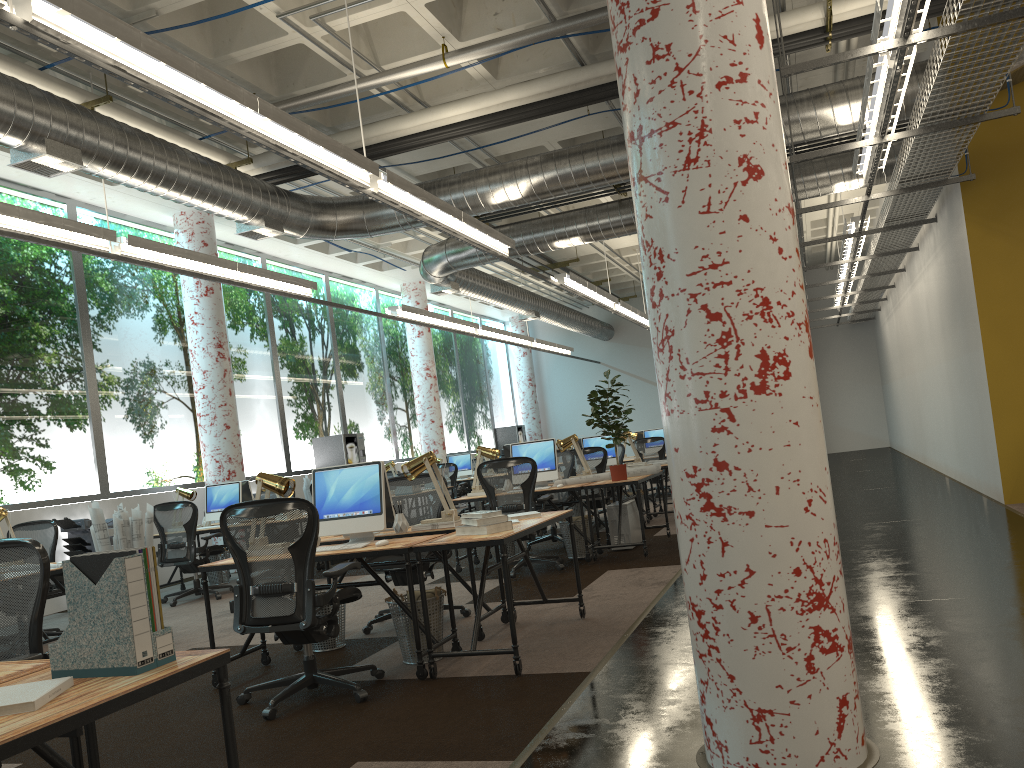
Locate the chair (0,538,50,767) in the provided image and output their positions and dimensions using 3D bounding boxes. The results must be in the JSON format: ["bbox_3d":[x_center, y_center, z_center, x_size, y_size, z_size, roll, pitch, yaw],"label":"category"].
[{"bbox_3d":[-1.930,1.112,3.083,0.770,1.084,0.793,-7,-2,3],"label":"chair"}]

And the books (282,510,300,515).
[{"bbox_3d":[-2.483,1.427,9.878,0.192,0.044,0.258,-6,-4,-24],"label":"books"}]

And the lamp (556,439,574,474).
[{"bbox_3d":[0.632,1.060,12.071,0.530,0.610,0.208,-9,-2,38],"label":"lamp"}]

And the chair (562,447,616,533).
[{"bbox_3d":[1.006,1.345,11.324,0.770,1.084,0.793,-7,-2,3],"label":"chair"}]

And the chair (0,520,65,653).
[{"bbox_3d":[-4.302,1.764,7.773,0.770,1.084,0.793,-7,-2,3],"label":"chair"}]

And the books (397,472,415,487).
[{"bbox_3d":[-1.512,1.423,12.660,0.234,0.310,0.068,-8,-1,19],"label":"books"}]

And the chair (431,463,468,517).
[{"bbox_3d":[-1.167,1.991,16.293,0.770,1.084,0.793,-7,-2,3],"label":"chair"}]

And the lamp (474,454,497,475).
[{"bbox_3d":[-0.469,1.591,17.342,0.530,0.610,0.218,-9,-2,38],"label":"lamp"}]

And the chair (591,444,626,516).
[{"bbox_3d":[1.425,1.423,13.100,0.770,1.084,0.793,-7,-2,3],"label":"chair"}]

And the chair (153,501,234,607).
[{"bbox_3d":[-3.486,1.792,9.574,0.770,1.084,0.793,-7,-2,3],"label":"chair"}]

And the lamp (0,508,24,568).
[{"bbox_3d":[-4.026,1.286,7.042,0.530,0.610,0.208,-9,-2,38],"label":"lamp"}]

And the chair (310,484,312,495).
[{"bbox_3d":[-2.467,1.880,12.526,0.770,1.084,0.793,-7,-2,3],"label":"chair"}]

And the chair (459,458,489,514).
[{"bbox_3d":[-0.748,2.069,18.069,0.770,1.084,0.793,-7,-2,3],"label":"chair"}]

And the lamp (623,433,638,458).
[{"bbox_3d":[2.020,1.157,15.796,0.530,0.610,0.218,-9,-2,38],"label":"lamp"}]

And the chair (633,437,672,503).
[{"bbox_3d":[2.397,1.442,15.053,0.770,1.084,0.793,-7,-2,3],"label":"chair"}]

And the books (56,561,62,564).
[{"bbox_3d":[-3.485,1.411,7.057,0.243,0.019,0.206,-5,-5,-34],"label":"books"}]

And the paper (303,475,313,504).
[{"bbox_3d":[-3.078,2.017,14.139,0.440,1.196,0.413,-7,-1,-3],"label":"paper"}]

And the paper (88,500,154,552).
[{"bbox_3d":[-2.957,1.459,6.791,0.440,1.196,0.413,-7,-1,-3],"label":"paper"}]

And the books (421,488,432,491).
[{"bbox_3d":[-1.303,1.591,13.314,0.200,0.024,0.236,-7,-4,-8],"label":"books"}]

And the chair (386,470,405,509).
[{"bbox_3d":[-2.048,1.957,14.302,0.770,1.084,0.793,-7,-2,3],"label":"chair"}]

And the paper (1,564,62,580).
[{"bbox_3d":[-3.694,1.380,6.473,0.569,0.061,0.626,-9,-4,16],"label":"paper"}]

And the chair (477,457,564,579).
[{"bbox_3d":[0.044,1.226,8.342,0.770,1.084,0.793,-7,-2,3],"label":"chair"}]

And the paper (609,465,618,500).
[{"bbox_3d":[1.785,1.580,16.666,0.440,1.196,0.413,-7,-1,-3],"label":"paper"}]

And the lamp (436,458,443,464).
[{"bbox_3d":[-1.544,1.706,17.036,0.530,0.610,0.218,-9,-2,38],"label":"lamp"}]

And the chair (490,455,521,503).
[{"bbox_3d":[-0.107,2.082,19.363,0.770,1.084,0.793,-7,-2,3],"label":"chair"}]

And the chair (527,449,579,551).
[{"bbox_3d":[0.463,1.304,10.118,0.770,1.084,0.793,-7,-2,3],"label":"chair"}]

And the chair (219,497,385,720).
[{"bbox_3d":[-1.164,1.137,4.749,0.770,1.084,0.793,-7,-2,3],"label":"chair"}]

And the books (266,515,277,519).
[{"bbox_3d":[-2.800,1.576,10.633,0.309,0.038,0.225,-9,-4,19],"label":"books"}]

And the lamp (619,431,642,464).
[{"bbox_3d":[1.701,0.945,12.369,0.530,0.610,0.208,-9,-2,38],"label":"lamp"}]

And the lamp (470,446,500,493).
[{"bbox_3d":[-0.333,0.941,9.085,0.530,0.610,0.218,-9,-2,38],"label":"lamp"}]

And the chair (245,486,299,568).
[{"bbox_3d":[-3.068,1.870,11.350,0.770,1.084,0.793,-7,-2,3],"label":"chair"}]

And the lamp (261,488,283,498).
[{"bbox_3d":[-2.792,1.392,10.619,0.530,0.610,0.208,-9,-2,38],"label":"lamp"}]

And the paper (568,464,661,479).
[{"bbox_3d":[0.996,0.923,8.984,1.132,0.082,0.083,-6,-3,-16],"label":"paper"}]

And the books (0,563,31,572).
[{"bbox_3d":[-4.034,1.470,7.057,0.309,0.038,0.225,-9,-4,19],"label":"books"}]

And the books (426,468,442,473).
[{"bbox_3d":[-1.182,1.451,13.616,0.234,0.310,0.068,-8,-1,19],"label":"books"}]

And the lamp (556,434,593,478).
[{"bbox_3d":[0.739,0.826,9.387,0.530,0.610,0.208,-9,-2,38],"label":"lamp"}]

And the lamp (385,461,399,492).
[{"bbox_3d":[-1.769,1.479,13.575,0.530,0.610,0.218,-9,-2,38],"label":"lamp"}]

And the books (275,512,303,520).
[{"bbox_3d":[-2.484,1.473,9.851,0.200,0.050,0.273,-3,-6,-44],"label":"books"}]

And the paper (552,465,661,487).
[{"bbox_3d":[0.940,0.918,8.826,1.133,0.082,0.083,-7,-3,-6],"label":"paper"}]

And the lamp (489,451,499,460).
[{"bbox_3d":[-0.484,1.797,20.106,0.530,0.610,0.218,-9,-2,38],"label":"lamp"}]

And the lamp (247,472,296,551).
[{"bbox_3d":[-1.541,0.852,5.493,0.530,0.610,0.218,-9,-2,38],"label":"lamp"}]

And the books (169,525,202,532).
[{"bbox_3d":[-3.806,1.680,10.298,0.309,0.038,0.225,-9,-4,19],"label":"books"}]

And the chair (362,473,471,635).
[{"bbox_3d":[-0.745,1.215,6.526,0.770,1.084,0.793,-7,-2,3],"label":"chair"}]

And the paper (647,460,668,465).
[{"bbox_3d":[2.034,1.039,11.800,0.569,0.061,0.626,-9,-4,16],"label":"paper"}]

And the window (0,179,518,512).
[{"bbox_3d":[-4.282,-0.352,13.824,0.050,3.756,26.200,-8,-4,19],"label":"window"}]

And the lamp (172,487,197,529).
[{"bbox_3d":[-3.864,1.507,10.317,0.530,0.610,0.218,-9,-2,38],"label":"lamp"}]

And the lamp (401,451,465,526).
[{"bbox_3d":[-0.466,0.737,5.798,0.530,0.610,0.218,-9,-2,38],"label":"lamp"}]

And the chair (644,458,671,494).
[{"bbox_3d":[2.815,1.520,16.829,0.770,1.084,0.793,-7,-2,3],"label":"chair"}]
